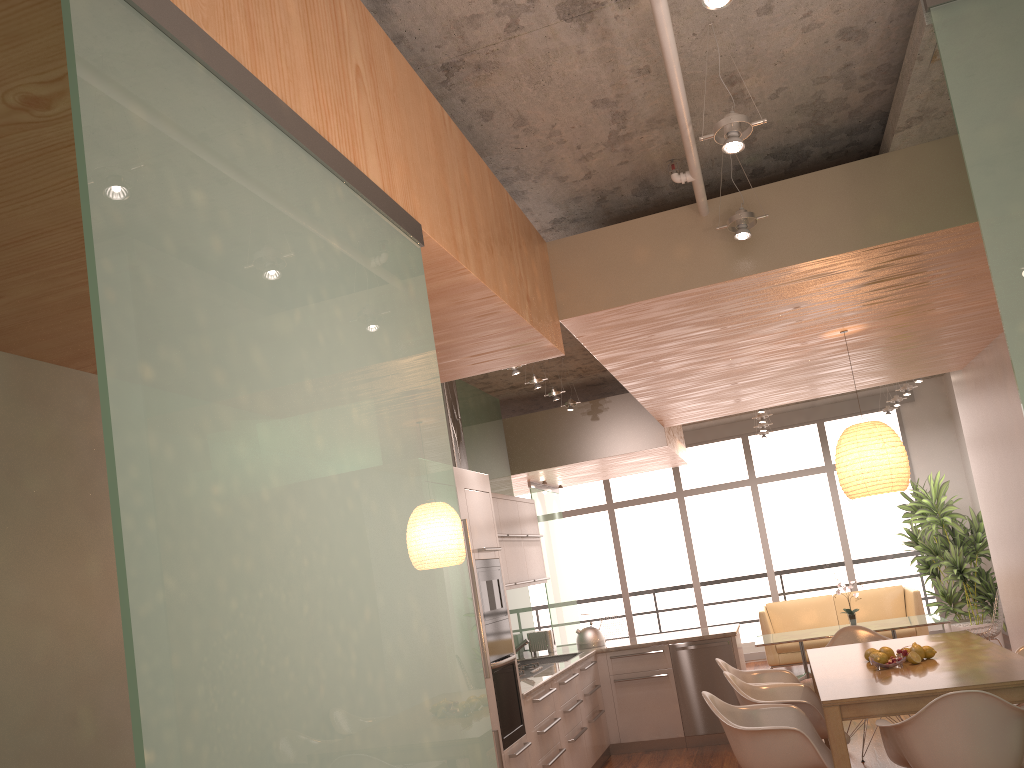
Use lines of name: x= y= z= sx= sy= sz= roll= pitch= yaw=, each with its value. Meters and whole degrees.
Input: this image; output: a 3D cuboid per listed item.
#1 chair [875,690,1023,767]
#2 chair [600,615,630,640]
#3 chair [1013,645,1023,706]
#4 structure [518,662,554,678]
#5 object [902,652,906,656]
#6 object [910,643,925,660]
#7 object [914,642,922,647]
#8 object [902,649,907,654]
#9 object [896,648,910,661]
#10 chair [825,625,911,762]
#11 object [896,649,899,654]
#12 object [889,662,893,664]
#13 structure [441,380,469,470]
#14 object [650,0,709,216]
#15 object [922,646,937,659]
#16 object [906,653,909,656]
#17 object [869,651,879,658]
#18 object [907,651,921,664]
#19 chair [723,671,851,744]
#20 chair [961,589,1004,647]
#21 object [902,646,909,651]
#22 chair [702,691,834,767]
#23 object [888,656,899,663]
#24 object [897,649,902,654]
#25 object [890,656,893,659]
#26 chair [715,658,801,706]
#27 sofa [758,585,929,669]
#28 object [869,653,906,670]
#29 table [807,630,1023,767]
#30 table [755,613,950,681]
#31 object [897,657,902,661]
chair: x=2.017 y=1.742 z=3.907 sx=0.687 sy=0.850 sz=0.649 roll=-11 pitch=-9 yaw=10
chair: x=1.405 y=3.681 z=12.237 sx=0.547 sy=0.889 sz=0.565 roll=-11 pitch=-9 yaw=15
chair: x=3.283 y=1.848 z=5.258 sx=0.647 sy=0.850 sz=0.689 roll=-11 pitch=-10 yaw=15
structure: x=0.007 y=2.181 z=6.692 sx=0.492 sy=0.038 sz=0.682 roll=-12 pitch=-13 yaw=15
object: x=2.189 y=1.505 z=4.924 sx=0.024 sy=0.026 sz=0.026 roll=-8 pitch=-10 yaw=-4
object: x=2.253 y=1.489 z=4.907 sx=0.075 sy=0.093 sz=0.075 roll=-13 pitch=-10 yaw=23
object: x=2.289 y=1.510 z=4.990 sx=0.073 sy=0.099 sz=0.073 roll=-1 pitch=-12 yaw=-39
object: x=2.187 y=1.490 z=4.912 sx=0.024 sy=0.026 sz=0.026 roll=-8 pitch=-10 yaw=-4
object: x=2.223 y=1.524 z=4.969 sx=0.083 sy=0.073 sz=0.080 roll=-5 pitch=-11 yaw=-21
chair: x=2.628 y=2.206 z=6.402 sx=0.684 sy=0.850 sz=0.652 roll=-9 pitch=-9 yaw=0
object: x=2.180 y=1.507 z=4.973 sx=0.025 sy=0.026 sz=0.026 roll=-6 pitch=-10 yaw=-17
object: x=2.069 y=1.527 z=4.815 sx=0.026 sy=0.025 sz=0.026 roll=-17 pitch=-13 yaw=39
structure: x=-0.538 y=0.272 z=6.553 sx=0.257 sy=1.119 sz=0.264 roll=-11 pitch=-8 yaw=15
object: x=0.213 y=-1.206 z=1.997 sx=0.135 sy=0.110 sz=4.520 roll=-12 pitch=-13 yaw=14
object: x=2.320 y=1.499 z=4.933 sx=0.081 sy=0.071 sz=0.084 roll=-10 pitch=-10 yaw=5
object: x=2.203 y=1.504 z=4.900 sx=0.026 sy=0.026 sz=0.024 roll=-12 pitch=-10 yaw=15
object: x=2.074 y=1.554 z=5.008 sx=0.081 sy=0.071 sz=0.084 roll=-10 pitch=-10 yaw=5
object: x=2.192 y=1.495 z=4.820 sx=0.074 sy=0.068 sz=0.064 roll=-1 pitch=-12 yaw=-36
chair: x=1.644 y=2.085 z=5.181 sx=0.645 sy=0.850 sz=0.691 roll=-11 pitch=-9 yaw=10
chair: x=4.351 y=2.316 z=8.180 sx=0.569 sy=0.889 sz=0.542 roll=-15 pitch=-11 yaw=35
object: x=2.213 y=1.485 z=4.956 sx=0.070 sy=0.021 sz=0.066 roll=-3 pitch=-13 yaw=-24
chair: x=1.376 y=1.977 z=4.541 sx=0.645 sy=0.837 sz=0.691 roll=-11 pitch=-10 yaw=10
object: x=2.100 y=1.522 z=4.848 sx=0.092 sy=0.042 sz=0.077 roll=-3 pitch=-13 yaw=-28
object: x=2.173 y=1.500 z=4.946 sx=0.024 sy=0.026 sz=0.026 roll=0 pitch=-13 yaw=-42
object: x=2.175 y=1.570 z=5.047 sx=0.026 sy=0.026 sz=0.024 roll=-12 pitch=-10 yaw=15
chair: x=1.758 y=2.224 z=5.881 sx=0.645 sy=0.850 sz=0.691 roll=-11 pitch=-9 yaw=10
sofa: x=3.922 y=2.938 z=10.521 sx=1.814 sy=0.827 sz=0.885 roll=-12 pitch=-11 yaw=16
object: x=2.057 y=1.522 z=4.829 sx=0.175 sy=0.060 sz=0.175 roll=-12 pitch=-12 yaw=15
table: x=2.302 y=1.958 z=4.963 sx=1.033 sy=0.798 sz=2.090 roll=-12 pitch=-12 yaw=15
table: x=3.569 y=2.857 z=9.285 sx=1.883 sy=0.552 sz=0.948 roll=-12 pitch=-12 yaw=15
object: x=2.116 y=1.505 z=4.813 sx=0.026 sy=0.026 sz=0.023 roll=-14 pitch=-11 yaw=28
